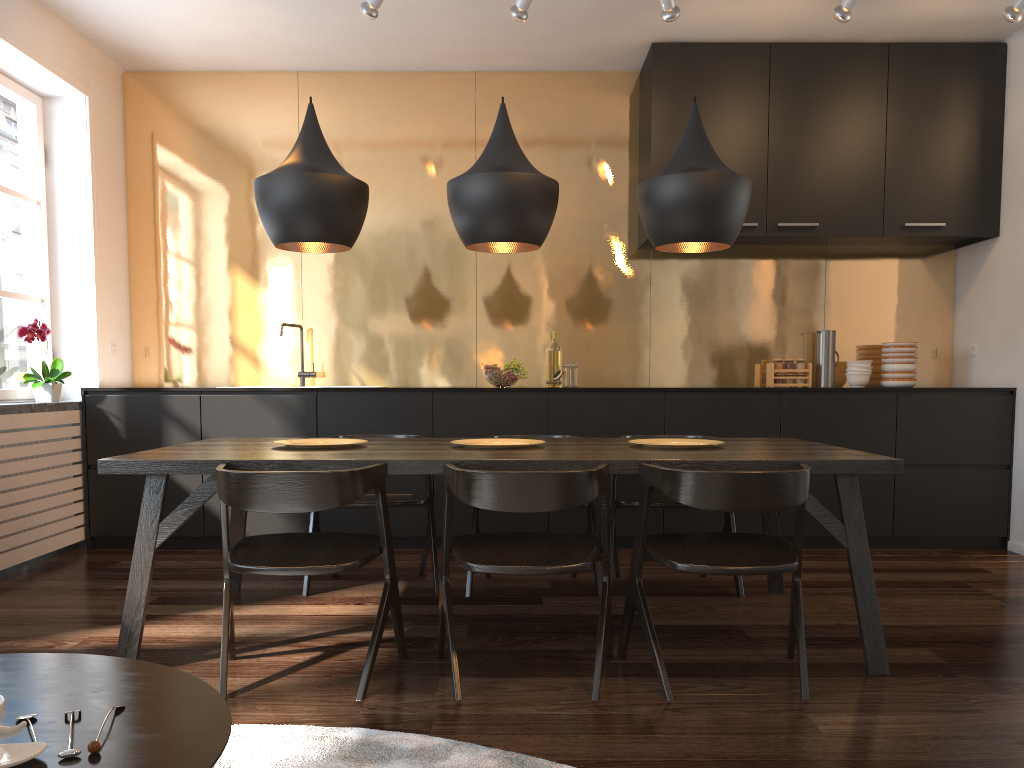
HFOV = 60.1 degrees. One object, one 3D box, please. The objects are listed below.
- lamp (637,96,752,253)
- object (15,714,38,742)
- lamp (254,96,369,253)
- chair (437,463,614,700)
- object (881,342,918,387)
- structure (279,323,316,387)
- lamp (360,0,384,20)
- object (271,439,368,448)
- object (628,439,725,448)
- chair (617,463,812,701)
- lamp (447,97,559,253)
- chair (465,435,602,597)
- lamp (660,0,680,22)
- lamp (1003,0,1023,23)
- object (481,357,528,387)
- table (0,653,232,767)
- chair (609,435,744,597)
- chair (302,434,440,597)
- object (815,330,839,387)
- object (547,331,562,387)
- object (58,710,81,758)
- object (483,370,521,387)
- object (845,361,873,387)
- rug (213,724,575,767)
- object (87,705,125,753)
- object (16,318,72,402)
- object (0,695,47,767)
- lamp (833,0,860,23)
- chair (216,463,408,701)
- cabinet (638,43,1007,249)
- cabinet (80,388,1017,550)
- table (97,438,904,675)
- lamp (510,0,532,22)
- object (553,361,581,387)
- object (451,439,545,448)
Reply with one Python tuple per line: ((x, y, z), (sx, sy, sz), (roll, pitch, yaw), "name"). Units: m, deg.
((0.665, -0.772, 3.234), (0.410, 0.543, 0.410), (-3, 4, -43), "lamp")
((-0.615, 0.439, 1.129), (0.026, 0.010, 0.124), (0, 0, -34), "object")
((-0.731, -0.772, 3.235), (0.410, 0.543, 0.409), (2, 3, 33), "lamp")
((0.042, 0.580, 2.738), (0.593, 0.674, 0.517), (0, 3, 1), "chair")
((2.307, -0.113, 5.271), (0.198, 0.265, 0.197), (-1, 3, -26), "object")
((-1.265, -0.163, 5.238), (0.109, 0.387, 0.264), (1, 3, 16), "structure")
((-0.559, -1.723, 3.826), (0.251, 0.240, 0.085), (2, 4, 41), "lamp")
((-0.720, 0.224, 3.318), (0.356, 0.017, 0.355), (0, 0, 3), "object")
((0.616, 0.224, 3.318), (0.356, 0.017, 0.355), (0, 0, 3), "object")
((0.654, 0.580, 2.738), (0.593, 0.674, 0.517), (0, 3, -2), "chair")
((-0.033, -0.772, 3.234), (0.410, 0.543, 0.409), (-1, 3, -24), "lamp")
((0.091, 0.577, 3.970), (0.593, 0.674, 0.517), (0, 3, -2), "chair")
((1.097, -0.918, 4.551), (0.089, 1.856, 1.829), (3, 4, 34), "lamp")
((2.261, -1.722, 3.838), (0.085, 0.241, 0.250), (-2, 3, -24), "lamp")
((-0.044, -0.068, 5.003), (0.239, 0.174, 0.177), (0, 2, -15), "object")
((-0.773, 0.681, 1.055), (0.847, 0.475, 0.844), (0, 1, 2), "table")
((0.699, 0.577, 3.970), (0.593, 0.674, 0.517), (0, 3, -1), "chair")
((-0.620, 0.577, 3.999), (0.593, 0.674, 0.517), (0, 3, -4), "chair")
((1.910, -0.151, 5.346), (0.164, 0.341, 0.113), (0, 4, 3), "object")
((0.258, -0.151, 5.356), (0.091, 0.341, 0.091), (-3, 5, -33), "object")
((-0.558, 0.436, 1.120), (0.025, 0.016, 0.163), (-1, 0, -25), "object")
((-0.055, -0.029, 5.020), (0.218, 0.097, 0.218), (-1, 1, -43), "object")
((2.077, -0.061, 5.297), (0.157, 0.161, 0.153), (1, 3, 28), "object")
((-0.676, 0.913, 0.943), (2.836, 0.012, 2.829), (0, 0, -20), "rug")
((-0.520, 0.437, 1.139), (0.015, 0.015, 0.167), (-1, 0, -13), "object")
((-2.412, -0.123, 4.578), (0.229, 0.439, 0.404), (-2, 3, -24), "object")
((-0.621, 0.410, 1.029), (0.139, 0.069, 0.091), (0, 2, 12), "object")
((1.509, -1.722, 3.836), (0.085, 0.241, 0.250), (-2, 3, -29), "lamp")
((-0.641, 0.580, 2.732), (0.593, 0.674, 0.517), (0, 3, -1), "chair")
((1.748, -1.352, 5.129), (1.955, 1.056, 0.529), (0, 4, 0), "cabinet")
((0.200, 0.470, 5.174), (5.063, 0.905, 0.729), (0, 3, 0), "cabinet")
((-0.036, 0.574, 3.307), (2.500, 0.682, 1.103), (0, 1, 0), "table")
((0.081, -1.722, 3.835), (0.085, 0.241, 0.250), (-3, 3, -34), "lamp")
((0.326, -0.057, 5.204), (0.176, 0.152, 0.087), (-1, 3, -23), "object")
((-0.052, 0.224, 3.318), (0.355, 0.017, 0.355), (0, 0, -19), "object")
